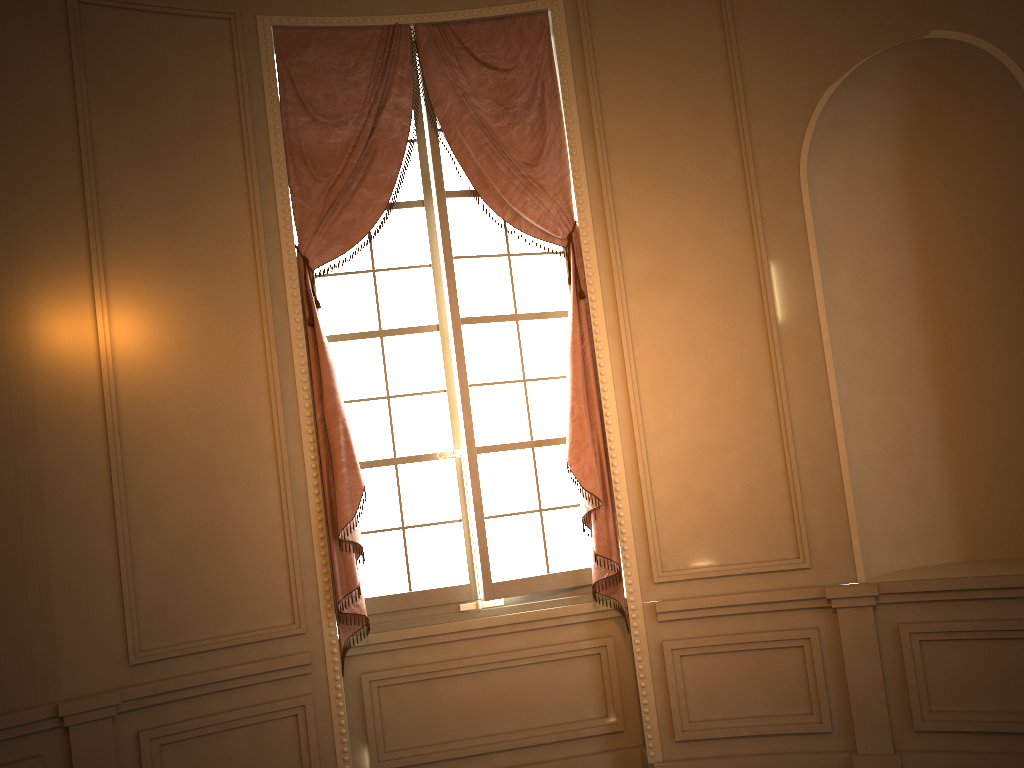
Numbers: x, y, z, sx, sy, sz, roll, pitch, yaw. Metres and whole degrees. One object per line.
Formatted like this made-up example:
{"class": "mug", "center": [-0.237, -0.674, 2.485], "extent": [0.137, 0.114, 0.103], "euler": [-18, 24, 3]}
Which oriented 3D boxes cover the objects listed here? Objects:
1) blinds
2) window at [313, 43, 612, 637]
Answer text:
{"class": "blinds", "center": [-0.273, -0.257, 4.046], "extent": [1.339, 2.970, 0.285], "euler": [-7, -4, -8]}
{"class": "window", "center": [-0.306, -0.294, 4.275], "extent": [1.315, 2.830, 0.153], "euler": [-7, -4, -7]}
